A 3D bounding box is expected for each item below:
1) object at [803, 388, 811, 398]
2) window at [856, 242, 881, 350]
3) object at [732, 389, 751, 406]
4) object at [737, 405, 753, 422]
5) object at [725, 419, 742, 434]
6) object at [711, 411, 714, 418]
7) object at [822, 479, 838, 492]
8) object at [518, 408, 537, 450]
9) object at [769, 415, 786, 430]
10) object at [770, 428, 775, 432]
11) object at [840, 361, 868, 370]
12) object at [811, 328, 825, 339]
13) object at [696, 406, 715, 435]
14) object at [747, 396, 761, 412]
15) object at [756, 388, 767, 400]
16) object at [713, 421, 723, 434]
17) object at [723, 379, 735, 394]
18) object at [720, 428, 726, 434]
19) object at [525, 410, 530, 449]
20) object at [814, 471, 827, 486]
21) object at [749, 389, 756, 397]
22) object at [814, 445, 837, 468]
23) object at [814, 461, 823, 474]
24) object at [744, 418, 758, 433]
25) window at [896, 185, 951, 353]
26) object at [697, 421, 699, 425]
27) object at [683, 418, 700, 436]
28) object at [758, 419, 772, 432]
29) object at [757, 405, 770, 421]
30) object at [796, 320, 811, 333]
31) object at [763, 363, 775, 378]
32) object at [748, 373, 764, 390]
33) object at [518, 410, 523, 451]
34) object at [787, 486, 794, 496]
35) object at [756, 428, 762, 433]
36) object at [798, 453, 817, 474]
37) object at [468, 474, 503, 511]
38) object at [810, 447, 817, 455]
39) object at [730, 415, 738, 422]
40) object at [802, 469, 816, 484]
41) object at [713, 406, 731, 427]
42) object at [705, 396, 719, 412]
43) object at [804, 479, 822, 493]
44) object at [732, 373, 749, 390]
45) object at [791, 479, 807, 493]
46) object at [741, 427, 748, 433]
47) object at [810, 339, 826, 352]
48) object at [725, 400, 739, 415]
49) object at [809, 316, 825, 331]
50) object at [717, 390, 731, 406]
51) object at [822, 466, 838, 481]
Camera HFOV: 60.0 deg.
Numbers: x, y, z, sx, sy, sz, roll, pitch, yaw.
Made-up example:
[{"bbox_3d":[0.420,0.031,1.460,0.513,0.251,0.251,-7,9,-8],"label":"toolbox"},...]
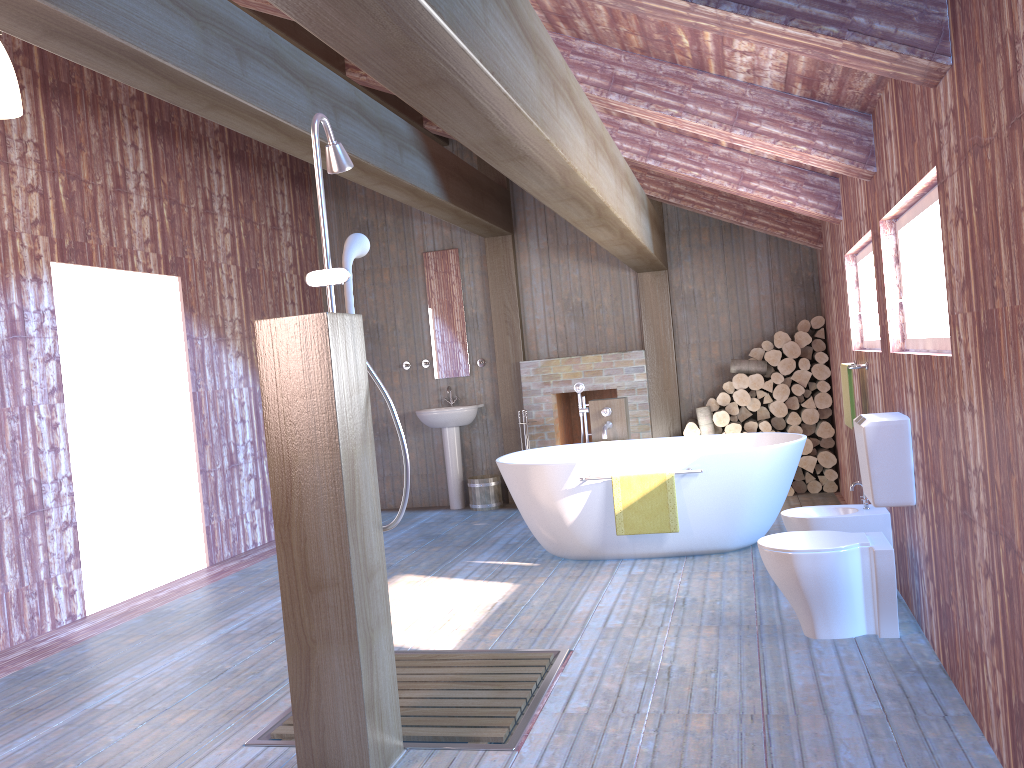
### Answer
[{"bbox_3d":[2.431,0.075,7.323,0.067,0.069,0.177,-5,1,15],"label":"object"},{"bbox_3d":[1.971,-0.475,4.770,0.054,0.587,1.255,-5,1,15],"label":"window"},{"bbox_3d":[1.926,0.104,7.462,0.141,0.143,0.437,-5,1,13],"label":"object"},{"bbox_3d":[1.983,0.239,7.555,0.128,0.150,0.323,-5,1,15],"label":"object"},{"bbox_3d":[1.876,0.373,7.505,0.139,0.148,0.458,-5,1,15],"label":"object"},{"bbox_3d":[1.686,0.254,7.645,0.108,0.113,0.302,-5,1,15],"label":"object"},{"bbox_3d":[2.626,0.827,7.374,0.114,0.113,0.301,-5,1,12],"label":"object"},{"bbox_3d":[0.122,0.660,7.884,0.333,0.888,0.276,-6,1,-34],"label":"object"},{"bbox_3d":[2.240,0.318,7.496,0.116,0.118,0.289,-5,1,12],"label":"object"},{"bbox_3d":[2.156,0.434,7.424,0.111,0.113,0.301,-5,1,13],"label":"object"},{"bbox_3d":[1.930,-0.104,5.026,0.091,0.043,0.581,-5,1,15],"label":"object"},{"bbox_3d":[2.531,-0.417,7.343,0.081,0.100,0.281,-5,1,14],"label":"object"},{"bbox_3d":[1.612,0.333,7.378,0.147,0.298,0.109,-5,1,17],"label":"object"},{"bbox_3d":[2.026,0.160,7.437,0.115,0.123,0.291,-5,1,16],"label":"object"},{"bbox_3d":[2.089,0.077,7.421,0.088,0.092,0.280,-5,1,15],"label":"object"},{"bbox_3d":[1.748,0.373,7.617,0.121,0.124,0.291,-5,1,15],"label":"object"},{"bbox_3d":[1.839,0.022,7.492,0.106,0.112,0.282,-5,1,15],"label":"object"},{"bbox_3d":[1.770,0.477,7.545,0.155,0.174,0.483,-5,1,13],"label":"object"},{"bbox_3d":[0.179,0.659,7.804,0.126,0.871,0.206,-6,1,-33],"label":"object"},{"bbox_3d":[2.575,0.784,7.380,0.085,0.086,0.278,-5,1,12],"label":"object"},{"bbox_3d":[2.012,0.075,7.425,0.057,0.061,0.156,-5,1,14],"label":"object"},{"bbox_3d":[2.583,0.593,7.323,0.147,0.152,0.439,-5,1,15],"label":"object"},{"bbox_3d":[2.543,0.693,7.384,0.085,0.091,0.280,-5,1,13],"label":"object"},{"bbox_3d":[2.010,0.353,7.457,0.114,0.120,0.303,-5,1,15],"label":"object"},{"bbox_3d":[1.565,-0.409,3.279,0.054,0.587,1.255,-5,1,15],"label":"window"},{"bbox_3d":[1.653,0.340,7.655,0.099,0.093,0.280,-5,1,16],"label":"object"},{"bbox_3d":[1.541,0.376,7.585,0.139,0.137,0.455,-5,1,13],"label":"object"},{"bbox_3d":[2.108,0.341,7.427,0.098,0.100,0.437,-5,1,13],"label":"object"},{"bbox_3d":[2.129,0.241,7.521,0.104,0.127,0.321,-5,1,15],"label":"object"},{"bbox_3d":[2.415,-0.469,7.354,0.104,0.121,0.270,-5,1,16],"label":"object"},{"bbox_3d":[2.154,-0.120,7.498,0.121,0.124,0.291,-5,1,15],"label":"object"},{"bbox_3d":[2.039,-0.030,7.434,0.138,0.147,0.440,-5,1,15],"label":"object"},{"bbox_3d":[0.040,0.658,7.852,0.136,0.846,0.062,-5,1,-4],"label":"object"},{"bbox_3d":[2.275,0.861,7.382,0.114,0.113,0.301,-5,1,12],"label":"object"},{"bbox_3d":[2.048,0.427,7.450,0.086,0.089,0.279,-5,1,13],"label":"object"},{"bbox_3d":[2.440,0.647,7.388,0.169,0.152,0.481,-5,1,14],"label":"object"},{"bbox_3d":[-0.243,0.989,8.071,0.309,0.290,0.308,-5,1,25],"label":"object"},{"bbox_3d":[2.482,0.552,7.330,0.057,0.061,0.156,-5,1,14],"label":"object"},{"bbox_3d":[1.873,0.280,7.495,0.064,0.068,0.174,-5,1,14],"label":"object"},{"bbox_3d":[2.476,0.757,7.399,0.084,0.105,0.280,-5,1,13],"label":"object"},{"bbox_3d":[1.777,0.273,7.510,0.138,0.147,0.440,-5,1,15],"label":"object"},{"bbox_3d":[1.707,0.169,7.566,0.114,0.113,0.301,-5,1,12],"label":"object"},{"bbox_3d":[2.505,0.839,7.392,0.116,0.117,0.289,-5,1,12],"label":"object"},{"bbox_3d":[1.927,-0.034,7.462,0.135,0.145,0.439,-5,1,15],"label":"object"},{"bbox_3d":[2.408,0.843,7.477,0.116,0.118,0.289,-5,1,12],"label":"object"},{"bbox_3d":[1.957,0.433,7.467,0.098,0.100,0.437,-5,1,13],"label":"object"},{"bbox_3d":[2.528,-0.320,7.332,0.107,0.115,0.269,-5,1,16],"label":"object"},{"bbox_3d":[1.859,0.200,7.495,0.111,0.113,0.301,-5,1,14],"label":"object"},{"bbox_3d":[2.516,-0.501,7.328,0.112,0.113,0.271,-5,1,15],"label":"object"},{"bbox_3d":[1.792,0.117,7.492,0.115,0.123,0.291,-5,1,16],"label":"object"},{"bbox_3d":[2.614,0.716,7.317,0.102,0.109,0.438,-5,1,15],"label":"object"}]
